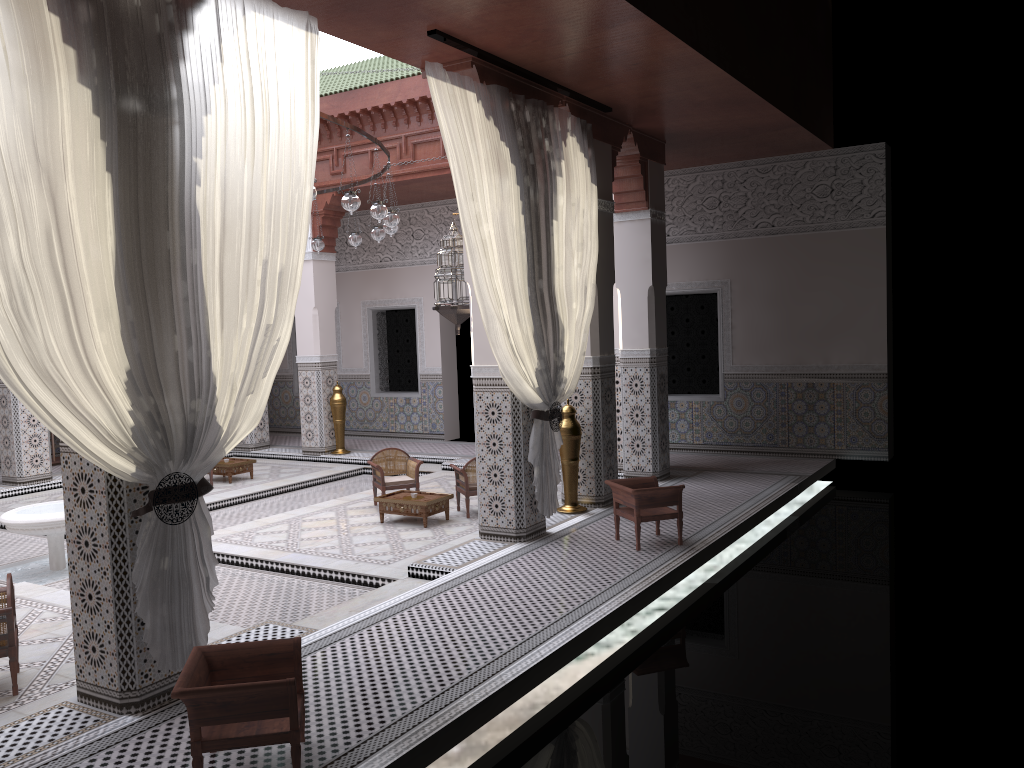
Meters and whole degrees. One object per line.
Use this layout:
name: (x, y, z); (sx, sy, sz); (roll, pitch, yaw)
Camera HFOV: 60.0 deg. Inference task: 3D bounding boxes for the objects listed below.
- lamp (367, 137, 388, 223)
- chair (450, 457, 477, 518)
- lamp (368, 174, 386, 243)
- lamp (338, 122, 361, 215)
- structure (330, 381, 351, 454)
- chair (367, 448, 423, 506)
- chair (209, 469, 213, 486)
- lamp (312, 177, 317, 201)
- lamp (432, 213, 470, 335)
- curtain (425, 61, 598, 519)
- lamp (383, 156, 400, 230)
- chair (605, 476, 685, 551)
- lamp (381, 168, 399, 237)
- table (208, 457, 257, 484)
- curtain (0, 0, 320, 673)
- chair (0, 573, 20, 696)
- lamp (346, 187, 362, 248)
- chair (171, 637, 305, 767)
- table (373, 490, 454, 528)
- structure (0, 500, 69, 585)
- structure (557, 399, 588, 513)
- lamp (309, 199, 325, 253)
lamp: (-0.595, -0.901, 3.915); (0.091, 0.371, 0.090); (-6, 5, -43)
chair: (-0.167, 0.512, 4.583); (0.263, 0.313, 0.208); (-3, 4, -18)
lamp: (-0.728, -0.955, 4.836); (0.091, 0.371, 0.090); (-1, 4, 16)
lamp: (-0.665, -0.879, 3.615); (0.091, 0.371, 0.090); (-6, 5, -43)
structure: (-1.294, 0.246, 6.633); (0.156, 0.539, 0.156); (-3, 4, -8)
chair: (-0.635, 0.513, 4.830); (0.263, 0.313, 0.208); (-4, 4, -23)
chair: (-2.071, 0.512, 5.676); (0.263, 0.313, 0.208); (0, 4, 27)
lamp: (-0.781, -0.857, 3.329); (0.091, 0.371, 0.090); (-6, 5, -43)
lamp: (-0.246, -0.492, 3.896); (0.221, 0.552, 0.216); (0, 4, 32)
curtain: (0.117, -0.310, 3.693); (0.137, 1.761, 1.304); (0, 4, 31)
lamp: (-0.582, -0.921, 4.226); (0.091, 0.371, 0.090); (-6, 5, -43)
chair: (0.542, 0.525, 3.615); (0.234, 0.252, 0.259); (-3, 4, -19)
lamp: (-0.627, -0.939, 4.532); (0.091, 0.371, 0.090); (-6, 5, -43)
table: (-1.912, 0.575, 5.944); (0.330, 0.142, 0.229); (0, 4, 32)
curtain: (-0.844, -0.176, 2.132); (0.129, 1.764, 1.303); (0, 4, 32)
chair: (-1.489, 0.697, 2.452); (0.208, 0.313, 0.263); (-4, 4, -28)
lamp: (-0.899, -0.965, 5.094); (0.091, 0.371, 0.090); (-1, 4, 16)
chair: (-0.558, 0.702, 1.851); (0.234, 0.252, 0.259); (-3, 4, -10)
table: (-0.489, 0.619, 4.439); (0.330, 0.142, 0.229); (0, 4, 32)
structure: (-2.066, 0.714, 4.034); (0.501, 0.310, 0.528); (0, 4, 32)
structure: (0.278, 0.340, 4.275); (0.156, 0.539, 0.156); (-5, 5, -42)
lamp: (-1.161, -0.970, 5.314); (0.091, 0.371, 0.090); (-1, 4, 16)
